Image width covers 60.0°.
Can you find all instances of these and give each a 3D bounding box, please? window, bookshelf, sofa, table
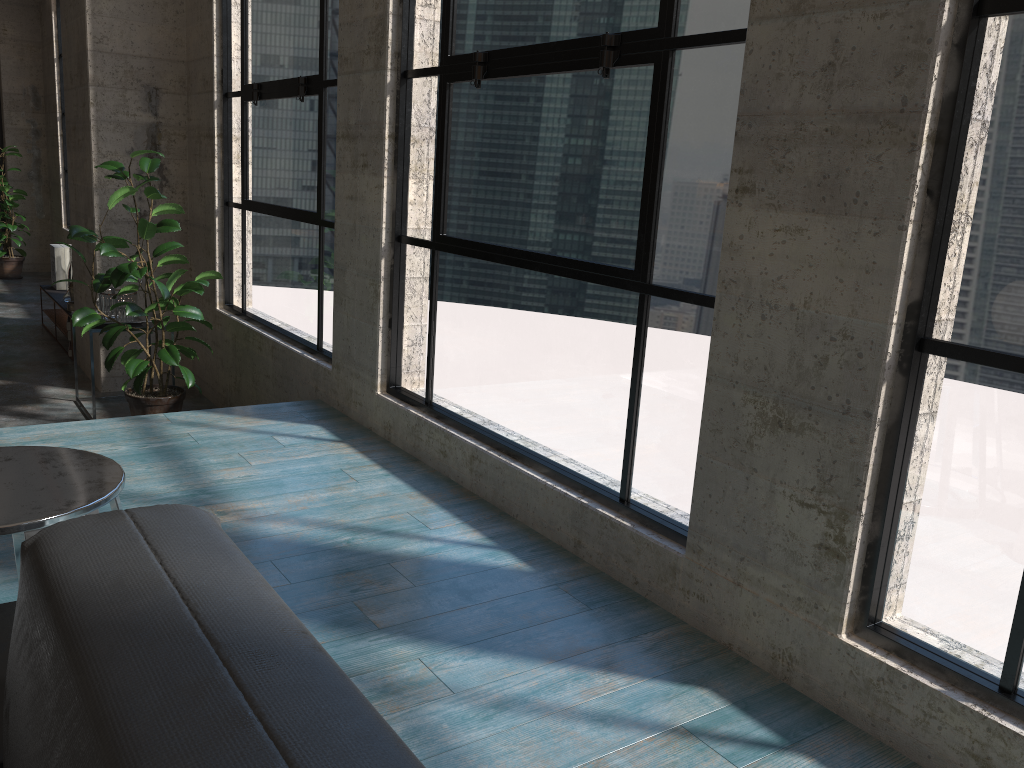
[{"bbox_3d":[0.074,-0.995,2.718,0.081,2.530,1.780,-5,16,-34],"label":"window"},{"bbox_3d":[-3.527,-0.527,7.216,0.350,0.347,1.600,-5,16,-34],"label":"bookshelf"},{"bbox_3d":[-0.189,0.666,0.312,1.019,0.680,2.063,-5,16,-34],"label":"sofa"},{"bbox_3d":[-6.264,-3.520,11.698,0.081,2.530,7.902,-5,16,-34],"label":"window"},{"bbox_3d":[-0.778,0.581,1.180,0.420,0.390,0.413,-5,16,-34],"label":"table"},{"bbox_3d":[1.335,-0.493,0.931,0.081,2.530,1.780,-5,16,-34],"label":"window"},{"bbox_3d":[-2.339,-0.118,5.336,0.450,0.563,0.600,-5,16,-34],"label":"table"},{"bbox_3d":[-1.188,-1.498,4.505,0.081,2.530,1.780,-5,16,-34],"label":"window"},{"bbox_3d":[-0.963,0.410,1.655,0.620,0.472,0.620,-4,15,-31],"label":"table"}]

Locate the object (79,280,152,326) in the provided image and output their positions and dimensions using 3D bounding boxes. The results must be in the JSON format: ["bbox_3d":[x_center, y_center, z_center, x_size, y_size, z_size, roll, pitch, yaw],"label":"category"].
[{"bbox_3d":[-2.315,-0.502,5.189,0.327,0.253,0.546,-5,16,-34],"label":"object"}]

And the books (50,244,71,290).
[{"bbox_3d":[-3.833,-1.006,7.611,0.191,0.362,0.277,-5,16,-34],"label":"books"}]

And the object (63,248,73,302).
[{"bbox_3d":[-3.525,-0.889,7.193,0.199,0.365,0.703,-2,14,-23],"label":"object"}]

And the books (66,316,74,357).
[{"bbox_3d":[-3.249,-0.379,6.791,0.274,0.263,0.393,-2,14,-24],"label":"books"}]

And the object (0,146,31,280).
[{"bbox_3d":[-5.838,-1.984,10.179,0.514,1.552,0.886,-6,17,-37],"label":"object"}]

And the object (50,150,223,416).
[{"bbox_3d":[-1.951,-0.448,4.725,0.514,1.552,0.886,15,17,41],"label":"object"}]

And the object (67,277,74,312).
[{"bbox_3d":[-3.235,-0.739,6.707,0.248,0.333,0.415,4,13,1],"label":"object"}]
